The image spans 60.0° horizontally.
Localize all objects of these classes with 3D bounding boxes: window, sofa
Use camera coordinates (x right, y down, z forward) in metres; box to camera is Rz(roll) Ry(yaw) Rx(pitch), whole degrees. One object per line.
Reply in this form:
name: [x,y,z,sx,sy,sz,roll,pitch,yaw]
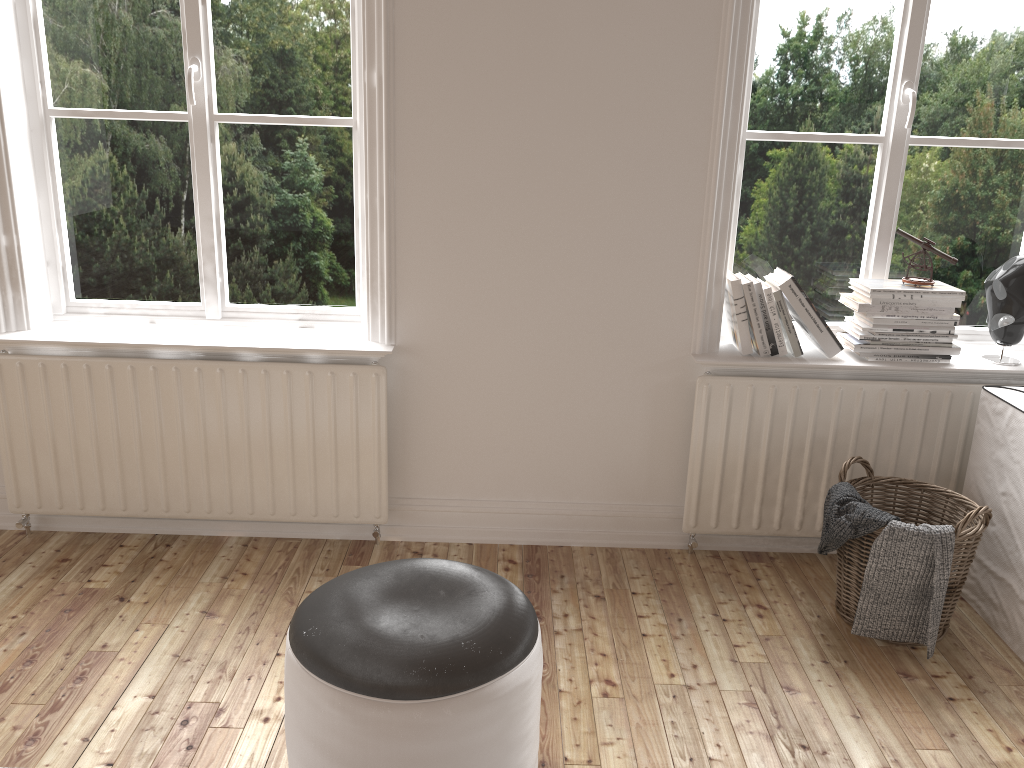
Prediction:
window: [1.210,-0.996,2.674,1.055,1.872,0.120,2,17,0]
window: [-0.958,-1.062,2.657,1.055,1.872,0.120,2,17,0]
sofa: [2.360,0.391,2.324,1.960,0.776,0.866,2,17,0]

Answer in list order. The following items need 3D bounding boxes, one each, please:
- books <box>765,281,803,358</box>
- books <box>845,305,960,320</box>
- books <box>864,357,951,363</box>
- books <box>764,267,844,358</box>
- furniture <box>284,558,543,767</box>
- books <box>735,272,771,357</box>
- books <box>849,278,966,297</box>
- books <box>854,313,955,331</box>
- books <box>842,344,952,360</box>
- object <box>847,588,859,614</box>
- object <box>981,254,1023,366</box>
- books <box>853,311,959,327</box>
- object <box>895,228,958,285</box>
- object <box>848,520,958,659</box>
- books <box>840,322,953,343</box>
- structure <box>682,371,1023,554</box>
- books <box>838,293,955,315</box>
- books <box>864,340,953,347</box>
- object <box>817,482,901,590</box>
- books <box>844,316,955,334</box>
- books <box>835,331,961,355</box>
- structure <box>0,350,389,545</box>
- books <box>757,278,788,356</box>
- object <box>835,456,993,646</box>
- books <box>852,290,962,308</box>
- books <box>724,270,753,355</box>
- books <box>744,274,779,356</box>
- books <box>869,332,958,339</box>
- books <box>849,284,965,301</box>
books: [0.849,-0.208,2.799,0.118,0.213,0.161,2,17,0]
books: [1.232,-0.233,2.809,0.288,0.016,0.182,2,17,0]
books: [1.234,-0.097,2.827,0.254,0.012,0.161,2,17,0]
books: [0.918,-0.227,2.797,0.226,0.255,0.176,2,17,0]
furniture: [-0.199,0.639,1.825,0.518,0.430,0.518,8,18,20]
books: [0.750,-0.222,2.794,0.112,0.235,0.172,2,17,0]
books: [1.223,-0.302,2.758,0.288,0.016,0.182,2,17,0]
books: [1.233,-0.196,2.796,0.254,0.012,0.161,2,17,0]
books: [1.219,-0.109,2.820,0.285,0.012,0.159,2,17,0]
object: [1.107,0.579,2.555,0.291,0.186,0.280,-3,17,-14]
object: [1.552,-0.236,2.759,0.171,0.340,0.177,14,20,34]
books: [1.240,-0.213,2.800,0.263,0.017,0.167,2,17,0]
object: [1.263,-0.389,2.714,0.092,0.161,0.177,-9,20,-31]
object: [1.087,0.495,2.484,0.290,0.356,0.349,11,19,27]
books: [1.219,-0.165,2.829,0.288,0.016,0.182,2,17,0]
structure: [1.165,0.376,2.868,1.223,0.829,0.095,2,17,0]
books: [1.209,-0.254,2.801,0.296,0.028,0.180,2,17,0]
books: [1.235,-0.147,2.818,0.254,0.013,0.161,2,17,0]
object: [1.036,0.469,2.506,0.367,0.332,0.303,-1,17,-9]
books: [1.221,-0.186,2.806,0.285,0.012,0.159,2,17,0]
books: [1.222,-0.130,2.824,0.331,0.025,0.176,2,17,0]
structure: [-1.006,0.309,2.851,1.223,0.829,0.095,2,17,0]
books: [0.811,-0.213,2.803,0.101,0.218,0.161,2,17,0]
object: [1.107,0.472,2.519,0.393,0.432,0.393,8,18,20]
books: [1.230,-0.272,2.779,0.273,0.021,0.174,2,17,0]
books: [0.706,-0.228,2.803,0.093,0.239,0.172,2,17,0]
books: [0.782,-0.220,2.797,0.104,0.232,0.152,2,17,0]
books: [1.243,-0.172,2.801,0.256,0.013,0.161,2,17,0]
books: [1.229,-0.289,2.773,0.288,0.016,0.182,2,17,0]
